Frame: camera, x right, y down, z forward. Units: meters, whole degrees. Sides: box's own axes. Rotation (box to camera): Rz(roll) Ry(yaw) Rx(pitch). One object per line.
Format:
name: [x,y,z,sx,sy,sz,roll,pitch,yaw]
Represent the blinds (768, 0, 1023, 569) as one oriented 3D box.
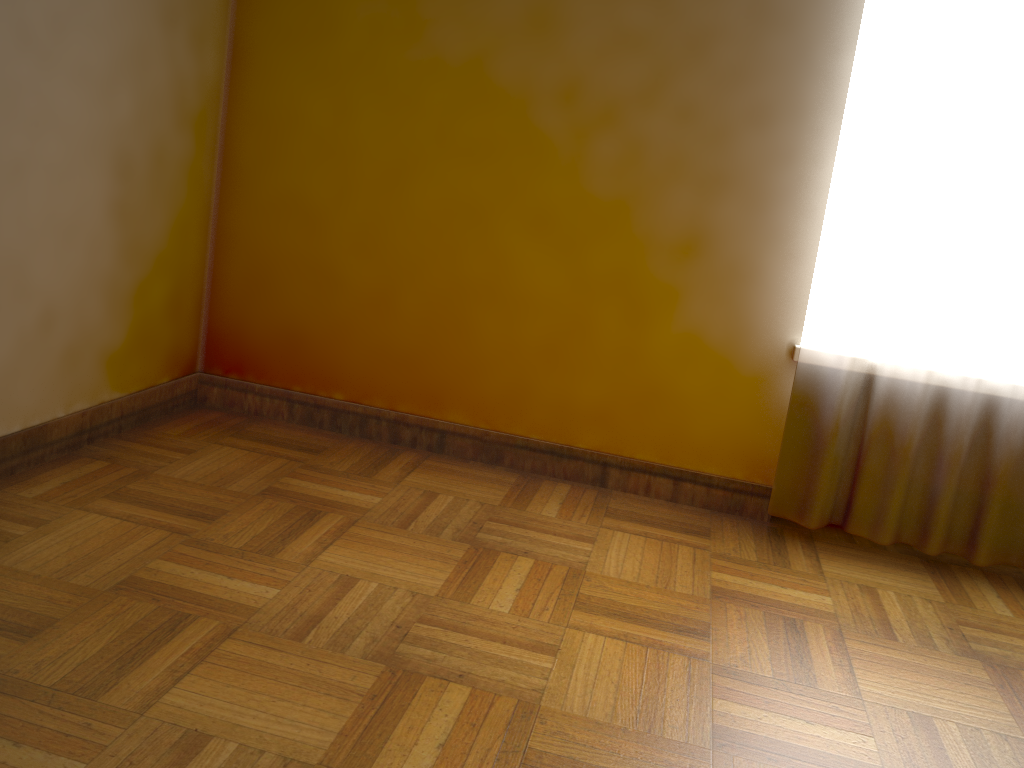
blinds: [1.868,-0.566,1.874,2.202,2.261,0.093,10,9,11]
